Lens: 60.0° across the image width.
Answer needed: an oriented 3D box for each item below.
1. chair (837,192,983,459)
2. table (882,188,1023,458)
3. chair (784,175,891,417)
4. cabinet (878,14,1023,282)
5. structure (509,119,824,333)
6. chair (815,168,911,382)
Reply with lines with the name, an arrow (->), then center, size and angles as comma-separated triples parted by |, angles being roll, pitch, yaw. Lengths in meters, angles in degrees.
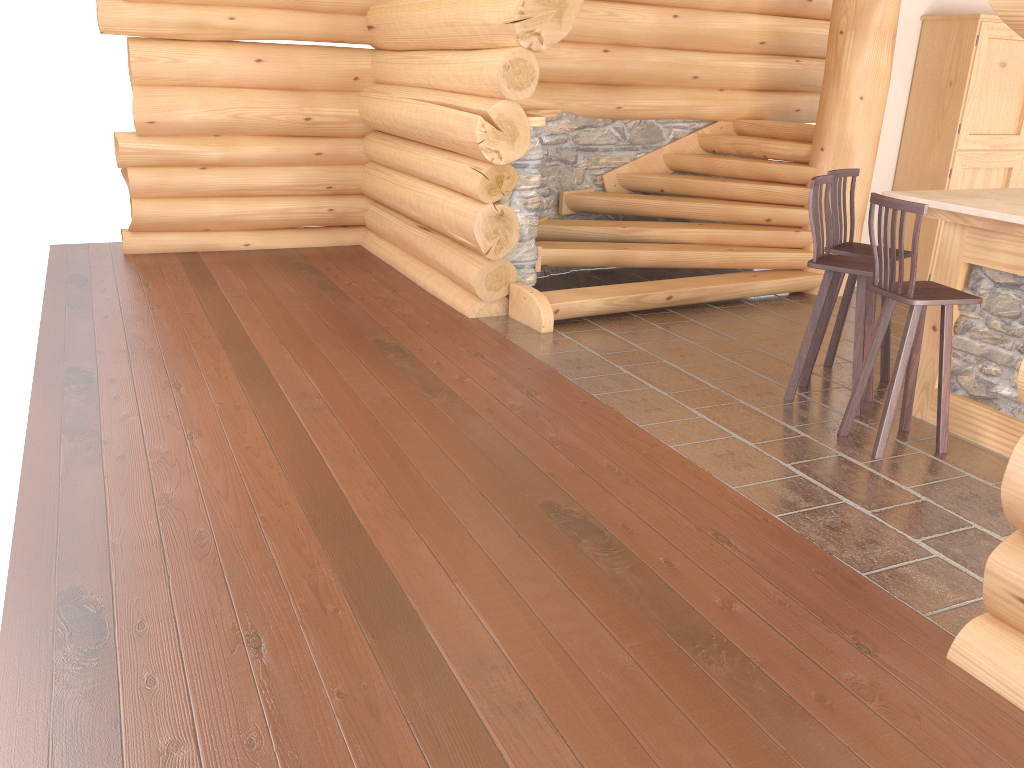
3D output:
chair -> 2.061, -0.295, 4.594 | 0.504, 1.319, 0.406 | -3, 20, -15
table -> 3.312, -0.065, 4.186 | 1.196, 1.257, 3.220 | -7, 22, -24
chair -> 1.943, -0.527, 5.229 | 0.504, 1.319, 0.406 | 15, 23, 31
cabinet -> 4.498, -2.079, 8.256 | 1.847, 2.403, 0.670 | -7, 22, -24
structure -> 1.304, -1.695, 7.960 | 3.604, 1.643, 1.951 | -9, 23, -30
chair -> 2.210, -0.668, 5.654 | 0.406, 1.319, 0.504 | -17, 27, -42
